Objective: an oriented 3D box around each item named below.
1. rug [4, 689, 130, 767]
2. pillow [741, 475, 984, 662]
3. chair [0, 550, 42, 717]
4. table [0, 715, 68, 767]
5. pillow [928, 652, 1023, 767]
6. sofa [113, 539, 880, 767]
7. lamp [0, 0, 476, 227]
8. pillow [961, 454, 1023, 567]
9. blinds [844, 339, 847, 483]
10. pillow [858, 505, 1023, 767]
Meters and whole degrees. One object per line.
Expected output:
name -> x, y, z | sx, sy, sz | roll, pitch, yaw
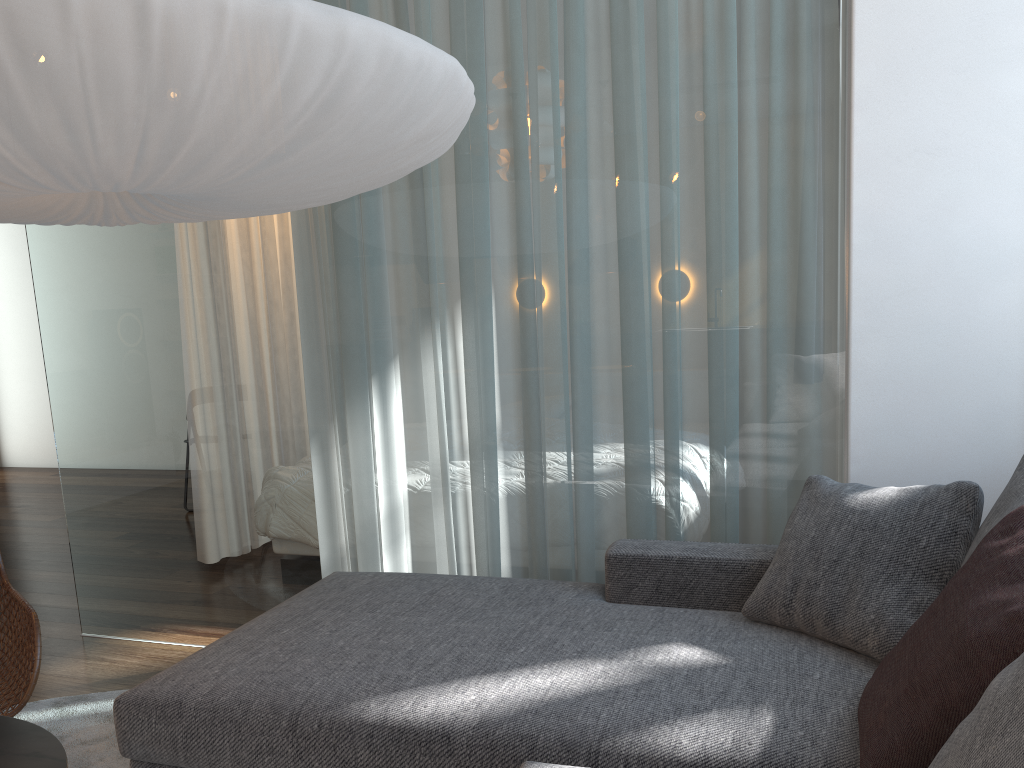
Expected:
rug -> -1.174, 1.152, 1.583 | 2.837, 0.012, 2.810 | -3, 5, 0
pillow -> 0.789, 0.393, 2.025 | 0.345, 0.363, 0.512 | -7, 8, -31
chair -> -1.733, 0.739, 2.435 | 0.714, 0.717, 0.682 | -9, 9, -37
table -> -1.138, 0.933, 1.392 | 0.847, 0.478, 0.839 | -1, 7, 22
pillow -> 0.560, 0.495, 0.893 | 0.292, 0.401, 0.660 | 0, 7, 20
sofa -> -0.137, 0.805, 1.127 | 2.039, 0.679, 3.038 | -1, 6, 20
lamp -> -0.802, -0.446, 1.719 | 1.463, 0.212, 1.462 | -7, 6, -33
pillow -> 0.969, 0.381, 1.637 | 0.275, 0.483, 0.828 | 0, 7, 20
blinds -> 0.087, -0.452, 2.730 | 1.807, 2.766, 0.151 | 0, 10, 22
pillow -> 0.738, 0.434, 1.458 | 0.311, 0.407, 0.516 | 0, 7, 22
